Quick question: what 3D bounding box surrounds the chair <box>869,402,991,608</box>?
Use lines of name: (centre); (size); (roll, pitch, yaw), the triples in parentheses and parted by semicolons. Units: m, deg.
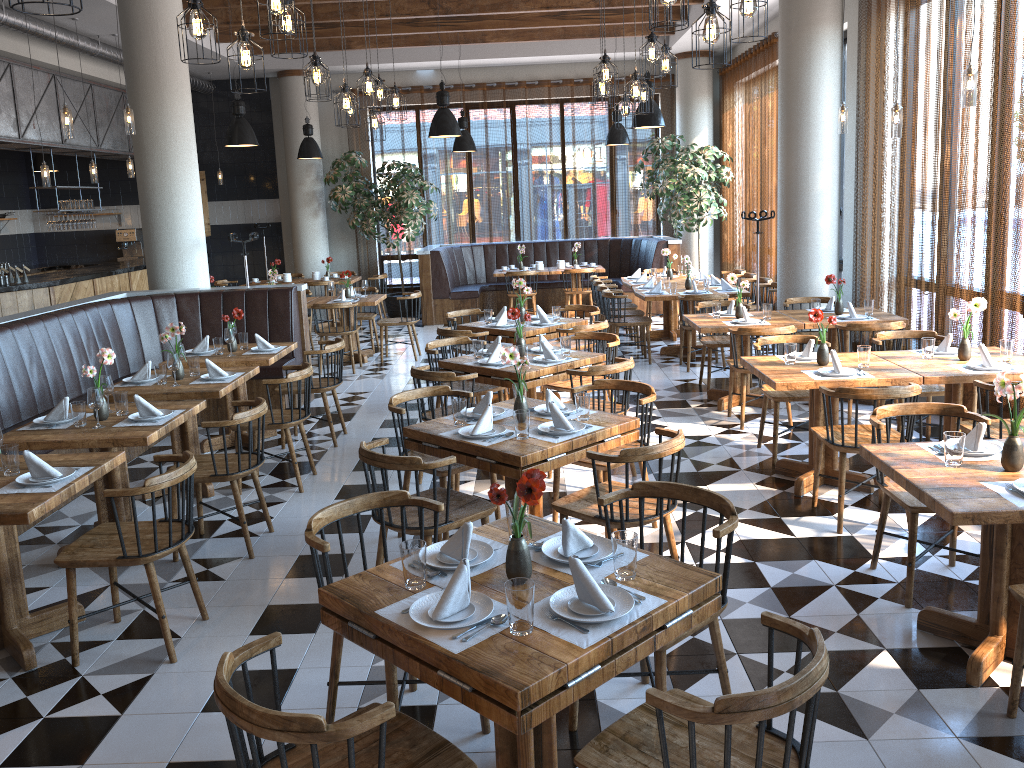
chair: (1.961, 0.545, 4.126); (0.519, 0.811, 0.554); (-2, 10, 1)

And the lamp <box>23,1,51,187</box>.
lamp: (-4.861, -3.001, 9.023); (0.078, 1.950, 0.078); (4, 11, 33)

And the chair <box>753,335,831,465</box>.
chair: (1.989, 0.099, 6.252); (0.519, 0.811, 0.554); (-2, 10, 1)

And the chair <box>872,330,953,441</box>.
chair: (2.832, 0.065, 6.235); (0.519, 0.811, 0.554); (-2, 10, 1)

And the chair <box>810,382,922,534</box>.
chair: (1.971, 0.369, 4.965); (0.519, 0.811, 0.554); (-2, 10, 1)

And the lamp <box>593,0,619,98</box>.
lamp: (0.653, -3.136, 6.383); (0.175, 2.056, 0.176); (-5, 10, -13)

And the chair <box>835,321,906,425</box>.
chair: (2.843, -0.120, 7.119); (0.519, 0.811, 0.554); (-2, 10, 1)

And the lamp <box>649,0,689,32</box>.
lamp: (0.694, -2.682, 3.998); (0.175, 2.056, 0.176); (-5, 10, -15)

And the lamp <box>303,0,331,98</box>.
lamp: (-1.483, -3.147, 6.401); (0.175, 2.056, 0.176); (-8, 11, -28)

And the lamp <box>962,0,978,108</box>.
lamp: (2.762, -2.661, 5.277); (0.078, 1.950, 0.078); (-1, 10, 9)

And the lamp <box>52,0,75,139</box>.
lamp: (-3.436, -2.842, 6.631); (0.078, 1.950, 0.078); (6, 13, 41)

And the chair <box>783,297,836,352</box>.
chair: (2.860, -0.391, 8.407); (0.519, 0.811, 0.554); (-2, 10, 1)

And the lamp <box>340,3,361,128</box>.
lamp: (-1.529, -3.378, 7.996); (0.175, 2.056, 0.176); (-5, 10, -14)

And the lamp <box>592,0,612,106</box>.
lamp: (0.782, -3.568, 7.933); (0.175, 2.056, 0.176); (-5, 10, -13)

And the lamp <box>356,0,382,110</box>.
lamp: (-1.113, -3.085, 6.507); (0.175, 2.056, 0.176); (3, 11, 28)

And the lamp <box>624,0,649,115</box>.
lamp: (0.880, -3.018, 6.404); (0.175, 2.056, 0.176); (1, 10, 20)

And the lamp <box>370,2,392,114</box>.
lamp: (-1.216, -3.447, 7.775); (0.175, 2.056, 0.176); (1, 10, 19)

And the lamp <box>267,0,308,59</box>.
lamp: (-1.165, -2.663, 4.292); (0.175, 2.056, 0.176); (-7, 11, -26)

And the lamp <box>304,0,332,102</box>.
lamp: (-1.432, -3.052, 6.210); (0.175, 2.056, 0.175); (-10, 12, -39)

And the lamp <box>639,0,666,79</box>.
lamp: (0.962, -3.203, 6.156); (0.175, 2.056, 0.176); (1, 10, 20)

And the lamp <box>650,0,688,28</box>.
lamp: (0.729, -2.782, 4.190); (0.175, 2.056, 0.176); (-3, 10, -4)

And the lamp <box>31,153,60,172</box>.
lamp: (-7.079, -3.675, 13.334); (0.391, 0.931, 0.392); (7, 14, 43)

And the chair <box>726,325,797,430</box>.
chair: (2.000, -0.087, 7.136); (0.519, 0.811, 0.554); (-2, 10, 1)

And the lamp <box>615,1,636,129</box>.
lamp: (0.985, -3.324, 7.844); (0.175, 2.056, 0.176); (-5, 10, -13)

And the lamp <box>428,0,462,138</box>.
lamp: (-0.794, -3.695, 9.825); (0.390, 1.852, 0.393); (-4, 10, -11)

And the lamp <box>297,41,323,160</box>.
lamp: (-3.058, -4.281, 13.095); (0.392, 1.852, 0.391); (-11, 13, -41)

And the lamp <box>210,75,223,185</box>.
lamp: (-4.796, -4.214, 14.311); (0.078, 1.950, 0.078); (4, 11, 33)

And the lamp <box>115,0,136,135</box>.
lamp: (-3.426, -3.176, 7.707); (0.078, 1.950, 0.078); (-7, 10, -23)

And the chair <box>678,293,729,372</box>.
chair: (2.033, -0.572, 9.447); (0.519, 0.811, 0.554); (-2, 10, 1)

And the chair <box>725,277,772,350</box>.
chair: (2.812, -0.838, 10.554); (0.549, 0.811, 0.523); (-2, 10, 1)

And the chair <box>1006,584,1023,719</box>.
chair: (1.943, 0.815, 2.838); (0.519, 0.811, 0.554); (-2, 10, 1)

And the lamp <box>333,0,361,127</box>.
lamp: (-1.254, -2.916, 6.366); (0.175, 2.056, 0.176); (-8, 11, -28)

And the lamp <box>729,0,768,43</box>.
lamp: (1.106, -2.687, 4.143); (0.175, 2.056, 0.175); (-10, 12, -37)

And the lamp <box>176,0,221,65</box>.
lamp: (-1.538, -2.559, 4.085); (0.175, 2.056, 0.176); (6, 13, 41)

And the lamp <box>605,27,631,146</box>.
lamp: (1.530, -4.462, 13.002); (0.390, 1.852, 0.393); (0, 10, 14)

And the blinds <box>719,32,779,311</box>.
blinds: (3.442, -3.012, 13.021); (0.155, 3.556, 3.222); (-2, 11, 2)

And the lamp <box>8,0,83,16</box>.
lamp: (-1.353, -2.065, 2.322); (0.175, 2.056, 0.176); (7, 13, 44)

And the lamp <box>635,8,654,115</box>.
lamp: (1.164, -3.485, 7.942); (0.175, 2.056, 0.176); (7, 13, 43)

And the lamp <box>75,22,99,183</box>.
lamp: (-4.850, -3.276, 10.051); (0.078, 1.950, 0.078); (-5, 10, -13)

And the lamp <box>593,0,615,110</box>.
lamp: (0.778, -3.469, 7.737); (0.175, 2.056, 0.176); (-7, 10, -24)

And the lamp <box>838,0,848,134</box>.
lamp: (2.791, -3.105, 7.430); (0.078, 1.950, 0.078); (-7, 10, -23)

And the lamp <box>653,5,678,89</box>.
lamp: (1.084, -3.188, 6.333); (0.175, 2.056, 0.176); (-1, 10, 9)

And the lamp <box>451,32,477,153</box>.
lamp: (-0.751, -4.372, 13.048); (0.390, 1.852, 0.393); (-2, 10, 4)

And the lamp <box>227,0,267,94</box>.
lamp: (-1.353, -2.465, 4.234); (0.175, 2.056, 0.176); (-5, 10, -15)

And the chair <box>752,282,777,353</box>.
chair: (2.804, -0.711, 9.951); (0.549, 0.811, 0.523); (-2, 10, 1)

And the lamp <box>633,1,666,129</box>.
lamp: (1.487, -3.786, 9.780); (0.391, 1.852, 0.392); (-6, 10, -21)

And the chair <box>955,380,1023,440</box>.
chair: (2.814, 0.336, 4.948); (0.519, 0.811, 0.554); (-2, 10, 1)

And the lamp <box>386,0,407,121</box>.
lamp: (-1.098, -3.432, 7.954); (0.175, 2.056, 0.176); (-1, 10, 8)

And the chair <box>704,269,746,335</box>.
chair: (2.829, -1.096, 11.782); (0.549, 0.811, 0.523); (-2, 10, 1)

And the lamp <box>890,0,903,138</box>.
lamp: (2.781, -2.772, 6.354); (0.078, 1.950, 0.078); (6, 13, 41)

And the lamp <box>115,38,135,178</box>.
lamp: (-4.841, -3.563, 11.011); (0.078, 1.950, 0.078); (4, 12, 35)

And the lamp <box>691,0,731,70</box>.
lamp: (0.911, -2.531, 4.074); (0.175, 2.056, 0.176); (-3, 10, -4)

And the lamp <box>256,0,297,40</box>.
lamp: (-1.164, -2.675, 4.077); (0.175, 2.056, 0.176); (-5, 10, -15)

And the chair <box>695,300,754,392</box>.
chair: (2.018, -0.357, 8.423); (0.519, 0.811, 0.554); (-2, 10, 1)

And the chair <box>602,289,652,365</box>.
chair: (1.294, -0.650, 9.975); (0.549, 0.811, 0.523); (-2, 10, 1)

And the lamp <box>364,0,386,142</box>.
lamp: (-1.302, -3.261, 8.022); (0.175, 2.056, 0.176); (1, 10, 19)

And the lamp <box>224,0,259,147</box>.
lamp: (-3.100, -3.604, 9.872); (0.391, 1.852, 0.392); (-6, 10, -21)

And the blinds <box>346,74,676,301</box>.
blinds: (0.010, -3.299, 15.108); (5.542, 3.557, 0.156); (-2, 10, 1)

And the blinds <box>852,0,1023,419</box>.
blinds: (3.332, -1.344, 5.078); (0.160, 3.555, 7.321); (-2, 11, 1)

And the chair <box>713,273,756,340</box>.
chair: (2.821, -0.973, 11.195); (0.549, 0.811, 0.523); (-2, 10, 1)
